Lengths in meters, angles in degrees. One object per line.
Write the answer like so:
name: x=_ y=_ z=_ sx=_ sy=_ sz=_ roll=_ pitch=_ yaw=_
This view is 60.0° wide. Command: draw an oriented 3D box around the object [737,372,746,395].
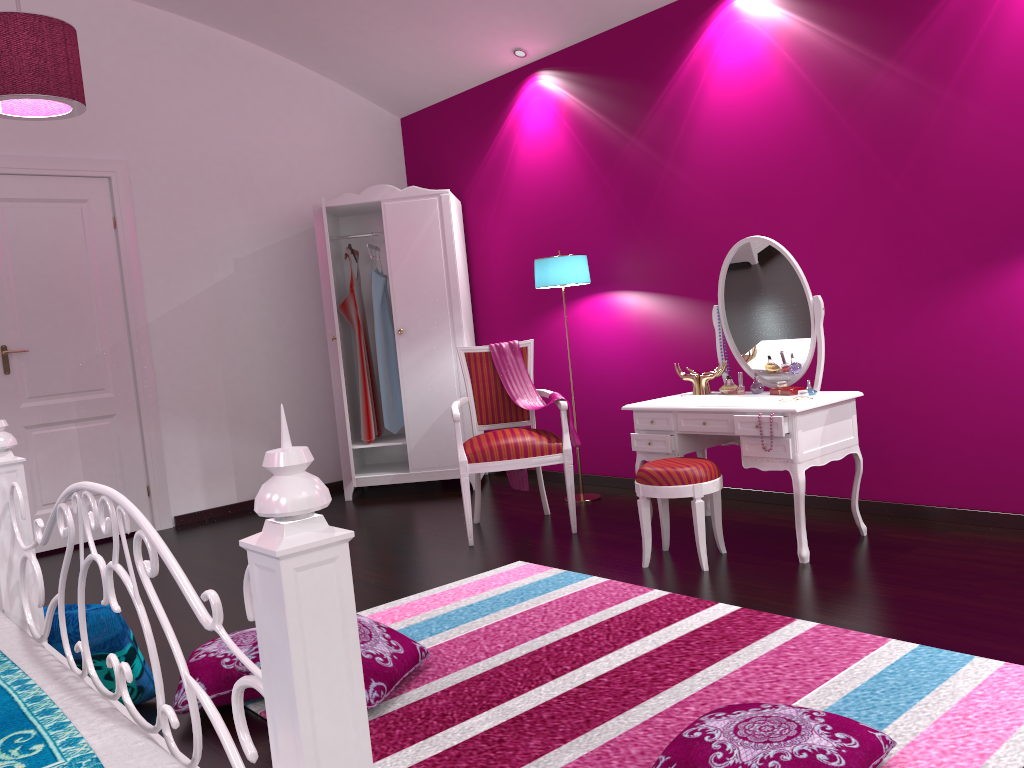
object: x=0.990 y=-0.003 z=3.835 sx=0.030 sy=0.096 sz=0.030 roll=-4 pitch=4 yaw=21

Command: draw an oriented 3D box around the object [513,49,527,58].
object: x=0.050 y=-1.924 z=5.132 sx=0.085 sy=0.058 sz=0.080 roll=-9 pitch=5 yaw=-40

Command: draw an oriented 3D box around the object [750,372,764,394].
object: x=1.049 y=-0.005 z=3.802 sx=0.059 sy=0.094 sz=0.059 roll=-6 pitch=4 yaw=-1

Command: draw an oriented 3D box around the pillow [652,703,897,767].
pillow: x=0.528 y=0.758 z=1.817 sx=0.419 sy=0.107 sz=0.401 roll=-3 pitch=5 yaw=35

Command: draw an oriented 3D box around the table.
table: x=0.963 y=0.354 z=3.719 sx=0.526 sy=0.592 sz=0.856 roll=-9 pitch=5 yaw=-40

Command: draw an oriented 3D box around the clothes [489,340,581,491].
clothes: x=0.118 y=0.168 z=4.336 sx=0.162 sy=0.777 sz=0.601 roll=-8 pitch=5 yaw=-37

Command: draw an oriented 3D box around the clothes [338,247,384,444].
clothes: x=-0.986 y=-0.250 z=5.634 sx=0.173 sy=1.237 sz=0.315 roll=-5 pitch=4 yaw=7

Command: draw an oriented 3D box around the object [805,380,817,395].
object: x=1.197 y=0.013 z=3.573 sx=0.059 sy=0.060 sz=0.082 roll=-5 pitch=4 yaw=5

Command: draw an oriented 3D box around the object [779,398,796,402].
object: x=1.077 y=0.062 z=3.450 sx=0.073 sy=0.003 sz=0.073 roll=-8 pitch=5 yaw=-30

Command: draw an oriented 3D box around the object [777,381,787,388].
object: x=1.123 y=0.002 z=3.687 sx=0.040 sy=0.026 sz=0.040 roll=-9 pitch=5 yaw=-40

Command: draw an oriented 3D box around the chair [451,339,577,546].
chair: x=-0.014 y=0.255 z=4.261 sx=0.528 sy=0.901 sz=0.511 roll=-6 pitch=4 yaw=-6

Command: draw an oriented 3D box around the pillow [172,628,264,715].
pillow: x=-0.765 y=0.816 z=2.617 sx=0.429 sy=0.142 sz=0.400 roll=-7 pitch=4 yaw=-16

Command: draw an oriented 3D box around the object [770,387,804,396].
object: x=1.137 y=0.029 z=3.670 sx=0.075 sy=0.027 sz=0.122 roll=-7 pitch=4 yaw=-26

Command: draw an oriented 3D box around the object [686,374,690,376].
object: x=0.804 y=-0.042 z=4.039 sx=0.020 sy=0.007 sz=0.020 roll=-3 pitch=5 yaw=30

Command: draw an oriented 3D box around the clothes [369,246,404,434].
clothes: x=-0.792 y=-0.282 z=5.643 sx=0.180 sy=1.199 sz=0.191 roll=-7 pitch=4 yaw=-17

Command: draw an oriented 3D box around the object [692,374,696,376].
object: x=0.826 y=-0.041 z=4.025 sx=0.021 sy=0.005 sz=0.020 roll=-2 pitch=5 yaw=40

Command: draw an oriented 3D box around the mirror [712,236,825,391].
mirror: x=1.107 y=-0.227 z=3.851 sx=0.138 sy=0.829 sz=0.544 roll=-9 pitch=5 yaw=-41

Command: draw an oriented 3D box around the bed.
bed: x=-1.540 y=0.514 z=0.907 sx=2.317 sy=1.143 sz=2.167 roll=-9 pitch=5 yaw=-40

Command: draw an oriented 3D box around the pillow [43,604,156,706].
pillow: x=-1.242 y=0.774 z=2.480 sx=0.402 sy=0.357 sz=0.264 roll=-6 pitch=4 yaw=0

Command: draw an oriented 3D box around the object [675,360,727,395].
object: x=0.859 y=-0.028 z=4.022 sx=0.248 sy=0.145 sz=0.085 roll=-3 pitch=5 yaw=37

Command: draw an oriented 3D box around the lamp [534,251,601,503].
lamp: x=0.321 y=-0.043 z=4.802 sx=0.303 sy=1.352 sz=0.303 roll=-5 pitch=4 yaw=4

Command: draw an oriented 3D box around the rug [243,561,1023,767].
rug: x=0.191 y=0.809 z=2.453 sx=1.400 sy=0.018 sz=2.100 roll=-9 pitch=5 yaw=-40

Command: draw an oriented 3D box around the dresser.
dresser: x=-0.699 y=-0.262 z=5.472 sx=0.842 sy=1.893 sz=0.875 roll=-5 pitch=4 yaw=4

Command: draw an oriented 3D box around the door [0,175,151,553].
door: x=-2.697 y=-0.081 z=4.588 sx=1.405 sy=2.001 sz=0.098 roll=-9 pitch=5 yaw=-40

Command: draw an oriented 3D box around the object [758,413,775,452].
object: x=0.952 y=0.180 z=3.302 sx=0.032 sy=0.143 sz=0.063 roll=-9 pitch=5 yaw=-40

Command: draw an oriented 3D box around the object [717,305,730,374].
object: x=0.960 y=-0.206 z=4.025 sx=0.044 sy=0.320 sz=0.022 roll=-9 pitch=5 yaw=-40

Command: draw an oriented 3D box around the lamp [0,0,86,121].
lamp: x=-1.227 y=-1.618 z=2.575 sx=0.377 sy=1.129 sz=2.377 roll=-9 pitch=5 yaw=-40

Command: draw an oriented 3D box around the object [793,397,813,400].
object: x=1.130 y=0.056 z=3.441 sx=0.073 sy=0.006 sz=0.073 roll=-5 pitch=4 yaw=12

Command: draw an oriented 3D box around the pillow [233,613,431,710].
pillow: x=-0.492 y=0.754 z=2.494 sx=0.391 sy=0.224 sz=0.425 roll=-4 pitch=4 yaw=18

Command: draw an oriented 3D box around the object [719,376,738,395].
object: x=0.954 y=0.004 z=3.891 sx=0.098 sy=0.081 sz=0.045 roll=-4 pitch=4 yaw=27

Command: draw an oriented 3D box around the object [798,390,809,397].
object: x=1.156 y=0.038 z=3.519 sx=0.040 sy=0.026 sz=0.040 roll=-9 pitch=5 yaw=-40

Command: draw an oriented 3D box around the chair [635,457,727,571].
chair: x=0.664 y=0.499 z=3.486 sx=0.337 sy=0.390 sz=0.337 roll=-9 pitch=5 yaw=-44
